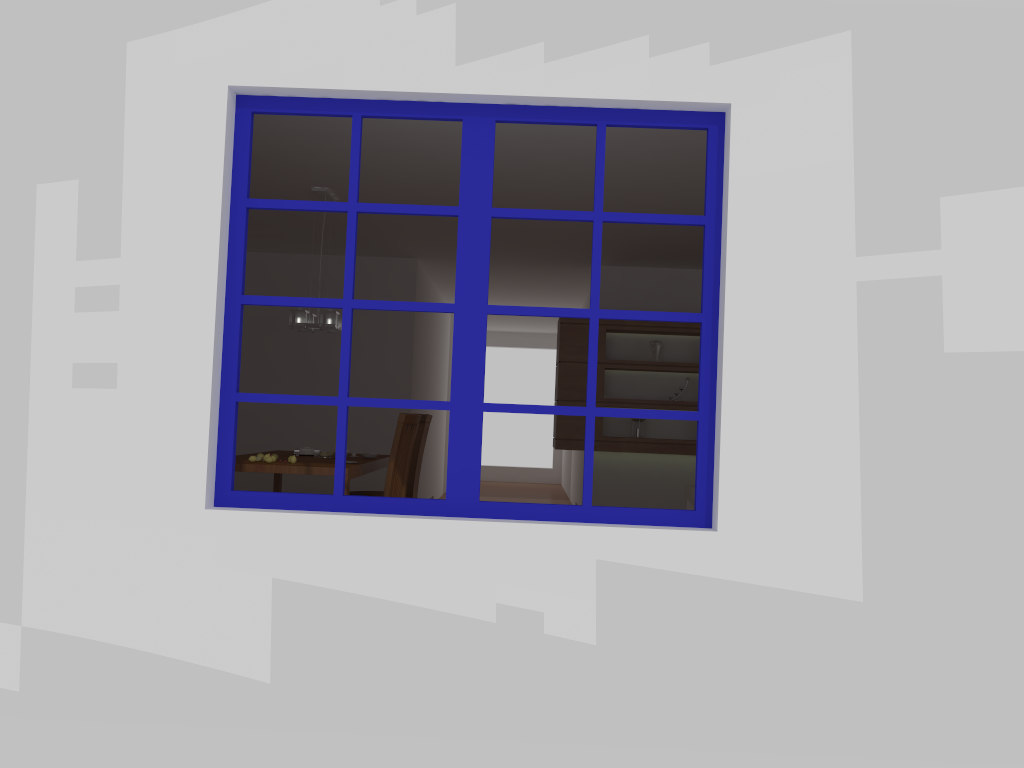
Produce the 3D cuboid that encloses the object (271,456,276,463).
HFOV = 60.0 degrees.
[{"bbox_3d":[-1.402,0.441,5.199,0.041,0.039,0.044,4,-3,-35],"label":"object"}]

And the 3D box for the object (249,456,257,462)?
[{"bbox_3d":[-1.494,0.433,5.111,0.043,0.038,0.043,3,-2,-10],"label":"object"}]

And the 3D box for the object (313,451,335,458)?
[{"bbox_3d":[-1.258,0.475,5.957,0.151,0.041,0.151,4,-3,-39],"label":"object"}]

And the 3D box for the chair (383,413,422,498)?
[{"bbox_3d":[-0.890,0.700,5.441,0.574,1.063,0.444,2,-2,11],"label":"chair"}]

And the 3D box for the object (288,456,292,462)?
[{"bbox_3d":[-1.307,0.446,5.258,0.042,0.041,0.041,3,-2,-24],"label":"object"}]

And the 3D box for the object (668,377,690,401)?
[{"bbox_3d":[1.481,0.043,7.921,0.190,0.227,0.136,1,-3,33],"label":"object"}]

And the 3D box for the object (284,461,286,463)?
[{"bbox_3d":[-1.332,0.456,5.209,0.014,0.012,0.014,2,-2,5],"label":"object"}]

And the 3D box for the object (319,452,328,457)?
[{"bbox_3d":[-1.260,0.472,5.933,0.060,0.033,0.048,2,-2,0],"label":"object"}]

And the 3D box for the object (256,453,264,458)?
[{"bbox_3d":[-1.499,0.430,5.281,0.042,0.038,0.043,3,-2,-23],"label":"object"}]

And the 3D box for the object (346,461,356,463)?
[{"bbox_3d":[-1.005,0.483,5.461,0.108,0.008,0.108,4,-3,-34],"label":"object"}]

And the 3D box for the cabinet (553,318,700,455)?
[{"bbox_3d":[2.766,0.085,8.117,4.718,1.200,0.754,2,-2,1],"label":"cabinet"}]

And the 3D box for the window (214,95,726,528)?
[{"bbox_3d":[-0.141,-0.258,3.060,1.699,1.430,0.035,2,-2,1],"label":"window"}]

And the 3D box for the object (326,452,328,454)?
[{"bbox_3d":[-1.271,0.474,5.982,0.061,0.032,0.048,4,-3,-30],"label":"object"}]

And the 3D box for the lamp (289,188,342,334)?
[{"bbox_3d":[-1.270,-0.808,5.889,0.304,0.919,0.304,2,-2,1],"label":"lamp"}]

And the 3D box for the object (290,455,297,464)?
[{"bbox_3d":[-1.275,0.441,5.171,0.039,0.053,0.038,1,-3,36],"label":"object"}]

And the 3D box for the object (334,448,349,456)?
[{"bbox_3d":[-1.135,0.458,5.892,0.096,0.079,0.096,3,-2,-4],"label":"object"}]

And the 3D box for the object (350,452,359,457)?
[{"bbox_3d":[-1.108,0.493,6.214,0.065,0.037,0.065,2,-2,14],"label":"object"}]

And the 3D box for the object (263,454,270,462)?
[{"bbox_3d":[-1.430,0.430,5.173,0.039,0.049,0.039,2,-2,9],"label":"object"}]

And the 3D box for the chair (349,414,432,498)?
[{"bbox_3d":[-0.879,0.728,6.137,0.574,1.063,0.444,3,-2,-19],"label":"chair"}]

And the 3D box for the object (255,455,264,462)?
[{"bbox_3d":[-1.496,0.442,5.264,0.091,0.032,0.092,2,-2,1],"label":"object"}]

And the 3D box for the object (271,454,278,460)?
[{"bbox_3d":[-1.448,0.446,5.411,0.042,0.041,0.041,3,-2,-13],"label":"object"}]

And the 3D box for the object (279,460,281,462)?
[{"bbox_3d":[-1.368,0.455,5.236,0.012,0.014,0.014,3,-2,-11],"label":"object"}]

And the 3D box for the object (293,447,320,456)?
[{"bbox_3d":[-1.424,0.465,6.148,0.176,0.062,0.195,3,-2,-14],"label":"object"}]

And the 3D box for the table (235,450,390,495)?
[{"bbox_3d":[-1.366,0.857,5.847,0.900,0.740,1.800,2,-2,1],"label":"table"}]

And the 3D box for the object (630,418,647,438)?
[{"bbox_3d":[1.122,0.395,7.889,0.159,0.171,0.159,1,-3,37],"label":"object"}]

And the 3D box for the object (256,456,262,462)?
[{"bbox_3d":[-1.482,0.437,5.193,0.039,0.036,0.033,1,-3,38],"label":"object"}]

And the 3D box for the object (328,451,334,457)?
[{"bbox_3d":[-1.214,0.469,5.962,0.055,0.044,0.048,3,-2,-19],"label":"object"}]

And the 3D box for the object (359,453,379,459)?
[{"bbox_3d":[-0.983,0.495,6.102,0.136,0.036,0.136,4,-3,-41],"label":"object"}]

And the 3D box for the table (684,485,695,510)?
[{"bbox_3d":[1.684,1.028,5.768,1.003,0.647,0.737,2,-2,1],"label":"table"}]

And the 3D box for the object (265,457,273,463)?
[{"bbox_3d":[-1.392,0.436,5.089,0.043,0.038,0.043,3,-2,-10],"label":"object"}]

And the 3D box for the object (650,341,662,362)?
[{"bbox_3d":[1.284,-0.290,7.923,0.071,0.197,0.103,4,-3,-38],"label":"object"}]
